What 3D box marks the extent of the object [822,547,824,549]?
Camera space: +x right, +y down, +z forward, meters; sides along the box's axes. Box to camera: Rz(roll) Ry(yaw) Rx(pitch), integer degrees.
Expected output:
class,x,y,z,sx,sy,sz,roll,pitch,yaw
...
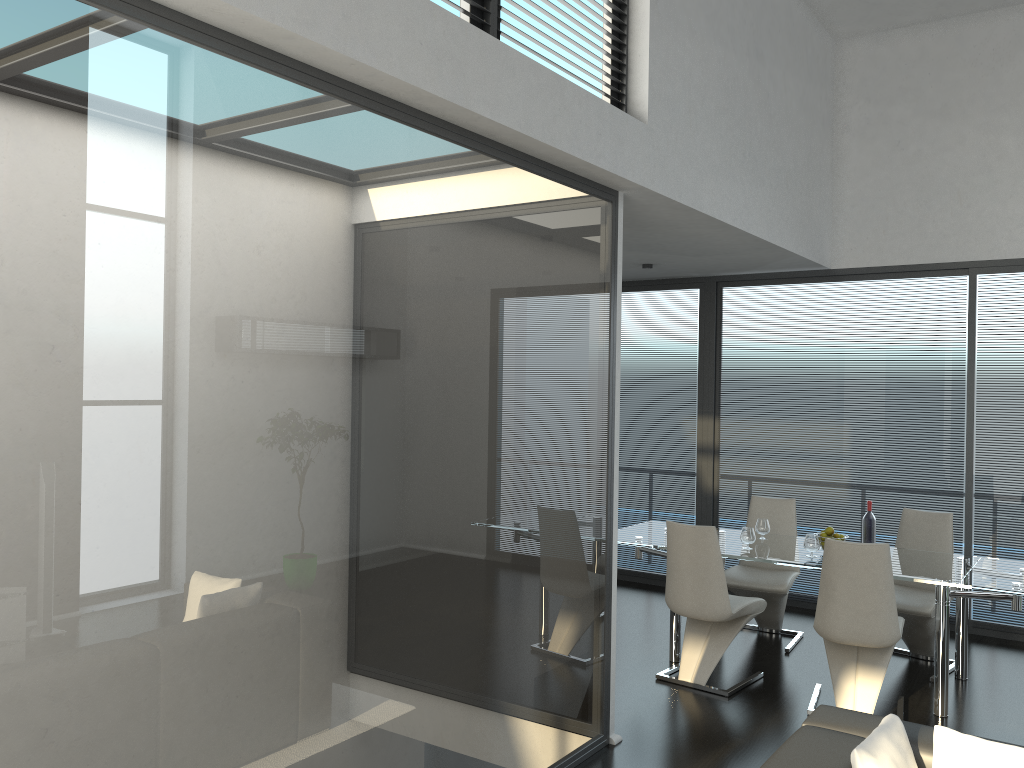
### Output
class,x,y,z,sx,sy,sz,roll,pitch,yaw
object,1.958,1.006,5.515,0.061,0.056,0.059,1,0,-11

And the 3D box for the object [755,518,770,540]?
class,x,y,z,sx,sy,sz,roll,pitch,yaw
object,1.688,0.976,5.970,0.098,0.132,0.098,1,0,-36

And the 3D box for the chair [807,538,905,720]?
class,x,y,z,sx,sy,sz,roll,pitch,yaw
chair,1.903,1.298,4.877,0.471,0.959,0.612,1,0,24

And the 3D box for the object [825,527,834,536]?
class,x,y,z,sx,sy,sz,roll,pitch,yaw
object,1.966,0.910,5.488,0.055,0.056,0.055,1,0,34

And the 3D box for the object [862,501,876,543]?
class,x,y,z,sx,sy,sz,roll,pitch,yaw
object,2.213,0.887,5.494,0.082,0.326,0.082,1,0,-35

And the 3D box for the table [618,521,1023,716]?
class,x,y,z,sx,sy,sz,roll,pitch,yaw
table,1.899,1.411,5.542,2.720,0.731,0.940,1,0,34

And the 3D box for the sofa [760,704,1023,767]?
class,x,y,z,sx,sy,sz,roll,pitch,yaw
sofa,0.679,1.413,1.715,0.943,0.652,2.781,1,0,34

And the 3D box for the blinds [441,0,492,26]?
class,x,y,z,sx,sy,sz,roll,pitch,yaw
blinds,-0.389,-2.004,2.939,0.048,1.372,1.076,1,0,34

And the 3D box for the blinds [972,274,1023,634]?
class,x,y,z,sx,sy,sz,roll,pitch,yaw
blinds,4.126,0.497,5.886,1.874,2.537,0.018,1,0,34

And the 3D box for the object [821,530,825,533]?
class,x,y,z,sx,sy,sz,roll,pitch,yaw
object,1.955,0.934,5.548,0.047,0.045,0.047,1,0,35

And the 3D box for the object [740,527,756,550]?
class,x,y,z,sx,sy,sz,roll,pitch,yaw
object,1.487,0.972,5.592,0.098,0.132,0.098,1,0,-36

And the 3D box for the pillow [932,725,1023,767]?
class,x,y,z,sx,sy,sz,roll,pitch,yaw
pillow,1.385,1.203,2.508,0.376,0.358,0.186,1,0,36

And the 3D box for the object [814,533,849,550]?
class,x,y,z,sx,sy,sz,roll,pitch,yaw
object,1.974,0.989,5.490,0.206,0.105,0.206,1,0,-11

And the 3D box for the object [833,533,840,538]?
class,x,y,z,sx,sy,sz,roll,pitch,yaw
object,2.002,0.941,5.470,0.040,0.043,0.044,1,0,-41

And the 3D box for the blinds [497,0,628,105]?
class,x,y,z,sx,sy,sz,roll,pitch,yaw
blinds,0.242,-1.992,3.864,0.048,1.372,1.076,1,0,34

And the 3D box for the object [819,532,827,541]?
class,x,y,z,sx,sy,sz,roll,pitch,yaw
object,1.928,0.945,5.489,0.050,0.054,0.055,1,0,4

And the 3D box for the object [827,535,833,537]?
class,x,y,z,sx,sy,sz,roll,pitch,yaw
object,1.977,0.947,5.516,0.040,0.038,0.040,1,0,5

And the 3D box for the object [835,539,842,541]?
class,x,y,z,sx,sy,sz,roll,pitch,yaw
object,1.999,0.975,5.445,0.054,0.055,0.053,1,0,-1

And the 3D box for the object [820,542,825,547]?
class,x,y,z,sx,sy,sz,roll,pitch,yaw
object,1.924,0.987,5.470,0.045,0.042,0.045,1,0,29

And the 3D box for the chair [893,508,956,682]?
class,x,y,z,sx,sy,sz,roll,pitch,yaw
chair,2.543,1.310,5.653,0.471,0.959,0.612,1,0,44

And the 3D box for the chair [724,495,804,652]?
class,x,y,z,sx,sy,sz,roll,pitch,yaw
chair,1.754,1.297,6.193,0.471,0.959,0.612,1,0,29

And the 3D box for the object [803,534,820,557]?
class,x,y,z,sx,sy,sz,roll,pitch,yaw
object,1.815,0.978,5.367,0.098,0.132,0.098,1,0,-36

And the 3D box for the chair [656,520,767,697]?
class,x,y,z,sx,sy,sz,roll,pitch,yaw
chair,1.198,1.287,5.341,0.471,0.959,0.612,1,0,39

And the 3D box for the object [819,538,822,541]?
class,x,y,z,sx,sy,sz,roll,pitch,yaw
object,1.933,0.967,5.533,0.047,0.045,0.047,1,0,38

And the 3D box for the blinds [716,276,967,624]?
class,x,y,z,sx,sy,sz,roll,pitch,yaw
blinds,2.518,0.470,6.982,1.874,2.537,0.018,1,0,34

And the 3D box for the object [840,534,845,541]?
class,x,y,z,sx,sy,sz,roll,pitch,yaw
object,2.038,0.954,5.493,0.047,0.048,0.047,1,0,-3

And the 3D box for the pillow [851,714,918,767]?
class,x,y,z,sx,sy,sz,roll,pitch,yaw
pillow,1.107,1.198,2.577,0.169,0.361,0.376,1,0,36

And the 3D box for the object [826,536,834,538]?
class,x,y,z,sx,sy,sz,roll,pitch,yaw
object,1.953,0.959,5.439,0.054,0.048,0.055,1,0,28

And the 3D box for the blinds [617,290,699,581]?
class,x,y,z,sx,sy,sz,roll,pitch,yaw
blinds,0.844,0.443,8.124,1.787,2.537,0.018,1,0,34
